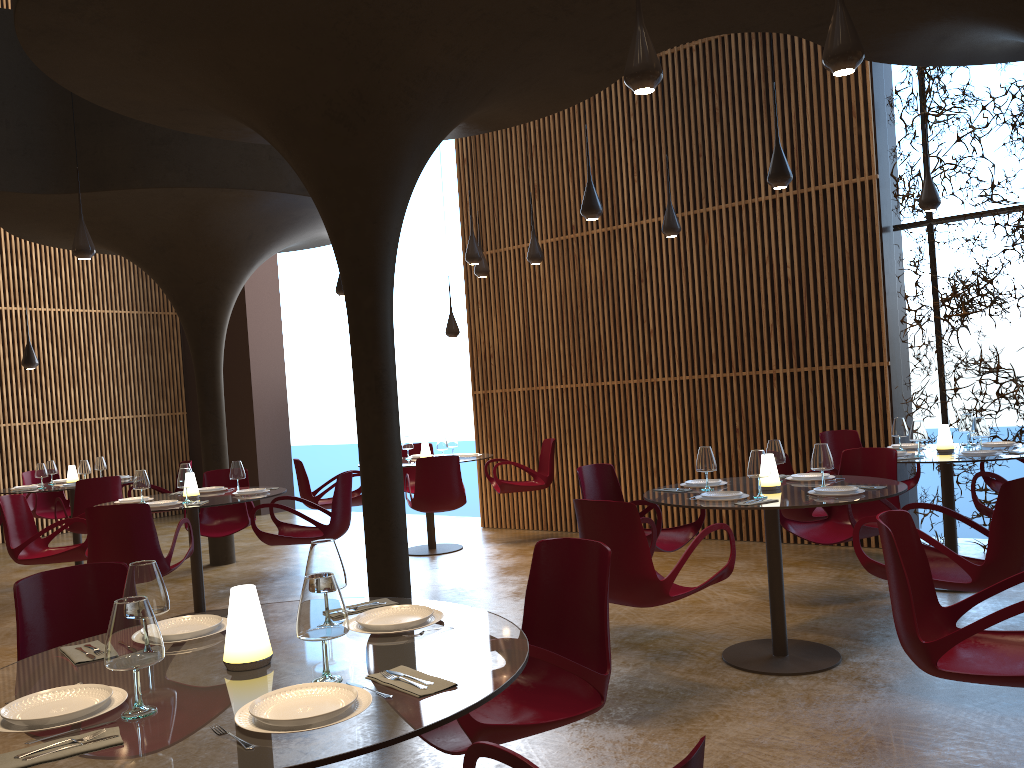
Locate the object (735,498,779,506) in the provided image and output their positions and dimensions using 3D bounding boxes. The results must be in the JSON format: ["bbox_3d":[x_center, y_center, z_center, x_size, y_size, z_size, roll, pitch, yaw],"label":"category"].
[{"bbox_3d":[1.461,0.707,5.298,0.261,0.017,0.126,-4,-1,-32],"label":"object"}]

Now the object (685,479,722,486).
[{"bbox_3d":[1.364,0.707,6.315,0.263,0.029,0.263,-3,-1,-43],"label":"object"}]

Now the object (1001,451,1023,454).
[{"bbox_3d":[4.027,0.550,7.112,0.126,0.017,0.262,-4,-1,-11],"label":"object"}]

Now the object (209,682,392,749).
[{"bbox_3d":[-0.514,0.804,2.183,0.204,0.012,0.410,-4,-1,45],"label":"object"}]

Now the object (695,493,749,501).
[{"bbox_3d":[1.318,0.712,5.565,0.331,0.014,0.332,-4,-1,-22],"label":"object"}]

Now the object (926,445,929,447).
[{"bbox_3d":[3.628,0.582,8.143,0.410,0.012,0.204,-4,-1,-11],"label":"object"}]

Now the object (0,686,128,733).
[{"bbox_3d":[-1.182,0.849,2.311,0.331,0.014,0.332,-4,-1,-18],"label":"object"}]

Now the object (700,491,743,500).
[{"bbox_3d":[1.318,0.702,5.565,0.263,0.029,0.263,-4,-1,-28],"label":"object"}]

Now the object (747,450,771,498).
[{"bbox_3d":[1.537,0.559,5.518,0.142,0.295,0.142,-4,1,12],"label":"object"}]

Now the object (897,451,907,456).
[{"bbox_3d":[3.208,0.593,7.515,0.263,0.029,0.263,-4,-1,-1],"label":"object"}]

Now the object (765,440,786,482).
[{"bbox_3d":[1.865,0.545,6.280,0.142,0.295,0.142,-4,1,-14],"label":"object"}]

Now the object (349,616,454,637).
[{"bbox_3d":[-0.392,0.804,2.995,0.204,0.012,0.411,-3,-1,-40],"label":"object"}]

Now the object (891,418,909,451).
[{"bbox_3d":[3.479,0.452,7.950,0.142,0.295,0.142,-3,1,37],"label":"object"}]

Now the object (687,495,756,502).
[{"bbox_3d":[1.315,0.713,5.568,0.204,0.012,0.411,-3,-1,-36],"label":"object"}]

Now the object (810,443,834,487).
[{"bbox_3d":[1.985,0.530,5.671,0.142,0.295,0.142,-4,1,25],"label":"object"}]

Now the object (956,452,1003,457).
[{"bbox_3d":[3.727,0.563,7.072,0.332,0.014,0.331,-4,-1,31],"label":"object"}]

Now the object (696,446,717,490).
[{"bbox_3d":[1.333,0.579,6.081,0.142,0.295,0.142,-4,1,30],"label":"object"}]

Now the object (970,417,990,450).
[{"bbox_3d":[3.839,0.420,7.269,0.142,0.295,0.142,-4,1,-12],"label":"object"}]

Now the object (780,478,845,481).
[{"bbox_3d":[2.108,0.666,6.250,0.204,0.012,0.411,-3,-1,-40],"label":"object"}]

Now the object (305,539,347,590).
[{"bbox_3d":[-0.635,0.682,3.025,0.142,0.295,0.142,-4,1,-14],"label":"object"}]

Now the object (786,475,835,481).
[{"bbox_3d":[2.105,0.665,6.253,0.331,0.014,0.332,-4,-1,-25],"label":"object"}]

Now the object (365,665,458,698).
[{"bbox_3d":[-0.272,0.795,2.371,0.126,0.017,0.262,-3,-1,-41],"label":"object"}]

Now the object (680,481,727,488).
[{"bbox_3d":[1.365,0.716,6.315,0.332,0.014,0.331,-4,-1,31],"label":"object"}]

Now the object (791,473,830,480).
[{"bbox_3d":[2.104,0.656,6.253,0.263,0.029,0.263,-4,-1,39],"label":"object"}]

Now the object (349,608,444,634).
[{"bbox_3d":[-0.395,0.803,2.999,0.331,0.014,0.332,-4,-1,-25],"label":"object"}]

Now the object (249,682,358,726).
[{"bbox_3d":[-0.512,0.793,2.186,0.263,0.029,0.263,-4,-1,39],"label":"object"}]

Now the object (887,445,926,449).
[{"bbox_3d":[3.623,0.581,8.142,0.332,0.014,0.331,-4,-1,19],"label":"object"}]

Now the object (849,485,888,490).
[{"bbox_3d":[2.228,0.658,5.625,0.126,0.017,0.262,-3,-1,-41],"label":"object"}]

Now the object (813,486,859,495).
[{"bbox_3d":[1.988,0.655,5.441,0.263,0.029,0.263,-4,-1,39],"label":"object"}]

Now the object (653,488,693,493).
[{"bbox_3d":[1.114,0.739,6.149,0.126,0.017,0.262,-3,-1,-37],"label":"object"}]

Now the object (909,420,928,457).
[{"bbox_3d":[3.375,0.453,7.360,0.142,0.295,0.142,-4,1,-36],"label":"object"}]

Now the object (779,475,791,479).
[{"bbox_3d":[1.946,0.686,6.510,0.261,0.017,0.126,-3,-1,-35],"label":"object"}]

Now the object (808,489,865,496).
[{"bbox_3d":[1.989,0.665,5.441,0.332,0.014,0.331,-4,-1,20],"label":"object"}]

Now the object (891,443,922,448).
[{"bbox_3d":[3.622,0.571,8.141,0.263,0.029,0.263,-4,-1,9],"label":"object"}]

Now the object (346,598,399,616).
[{"bbox_3d":[-0.554,0.823,3.256,0.261,0.017,0.126,-3,-1,-35],"label":"object"}]

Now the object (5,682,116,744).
[{"bbox_3d":[-1.184,0.851,2.314,0.204,0.012,0.411,-3,-1,-36],"label":"object"}]

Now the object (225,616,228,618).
[{"bbox_3d":[-1.132,0.855,3.064,0.410,0.012,0.204,-3,-1,-41],"label":"object"}]

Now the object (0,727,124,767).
[{"bbox_3d":[-1.039,0.844,2.044,0.261,0.017,0.126,-4,-1,-32],"label":"object"}]

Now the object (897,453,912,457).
[{"bbox_3d":[3.208,0.603,7.515,0.331,0.014,0.332,-3,-1,-43],"label":"object"}]

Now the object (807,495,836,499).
[{"bbox_3d":[1.986,0.666,5.437,0.204,0.012,0.410,-4,-1,45],"label":"object"}]

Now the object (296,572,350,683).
[{"bbox_3d":[-0.515,0.668,2.417,0.142,0.295,0.142,-4,1,-20],"label":"object"}]

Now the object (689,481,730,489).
[{"bbox_3d":[1.368,0.717,6.319,0.410,0.012,0.204,-3,-1,-41],"label":"object"}]

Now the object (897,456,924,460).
[{"bbox_3d":[3.199,0.608,7.213,0.262,0.017,0.126,-4,-1,-2],"label":"object"}]

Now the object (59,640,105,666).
[{"bbox_3d":[-1.386,0.876,2.895,0.126,0.017,0.262,-3,-1,-37],"label":"object"}]

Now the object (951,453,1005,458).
[{"bbox_3d":[3.723,0.565,7.070,0.410,0.012,0.204,-4,-1,-15],"label":"object"}]

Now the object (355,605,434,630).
[{"bbox_3d":[-0.396,0.793,2.998,0.263,0.029,0.263,-3,-1,-45],"label":"object"}]

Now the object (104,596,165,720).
[{"bbox_3d":[-0.962,0.697,2.264,0.142,0.295,0.142,-4,1,12],"label":"object"}]

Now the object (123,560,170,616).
[{"bbox_3d":[-1.167,0.716,2.827,0.142,0.295,0.142,-4,1,30],"label":"object"}]

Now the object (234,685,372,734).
[{"bbox_3d":[-0.511,0.802,2.186,0.332,0.014,0.331,-4,-1,20],"label":"object"}]

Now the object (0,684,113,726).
[{"bbox_3d":[-1.182,0.839,2.310,0.263,0.029,0.263,-3,-1,-44],"label":"object"}]
